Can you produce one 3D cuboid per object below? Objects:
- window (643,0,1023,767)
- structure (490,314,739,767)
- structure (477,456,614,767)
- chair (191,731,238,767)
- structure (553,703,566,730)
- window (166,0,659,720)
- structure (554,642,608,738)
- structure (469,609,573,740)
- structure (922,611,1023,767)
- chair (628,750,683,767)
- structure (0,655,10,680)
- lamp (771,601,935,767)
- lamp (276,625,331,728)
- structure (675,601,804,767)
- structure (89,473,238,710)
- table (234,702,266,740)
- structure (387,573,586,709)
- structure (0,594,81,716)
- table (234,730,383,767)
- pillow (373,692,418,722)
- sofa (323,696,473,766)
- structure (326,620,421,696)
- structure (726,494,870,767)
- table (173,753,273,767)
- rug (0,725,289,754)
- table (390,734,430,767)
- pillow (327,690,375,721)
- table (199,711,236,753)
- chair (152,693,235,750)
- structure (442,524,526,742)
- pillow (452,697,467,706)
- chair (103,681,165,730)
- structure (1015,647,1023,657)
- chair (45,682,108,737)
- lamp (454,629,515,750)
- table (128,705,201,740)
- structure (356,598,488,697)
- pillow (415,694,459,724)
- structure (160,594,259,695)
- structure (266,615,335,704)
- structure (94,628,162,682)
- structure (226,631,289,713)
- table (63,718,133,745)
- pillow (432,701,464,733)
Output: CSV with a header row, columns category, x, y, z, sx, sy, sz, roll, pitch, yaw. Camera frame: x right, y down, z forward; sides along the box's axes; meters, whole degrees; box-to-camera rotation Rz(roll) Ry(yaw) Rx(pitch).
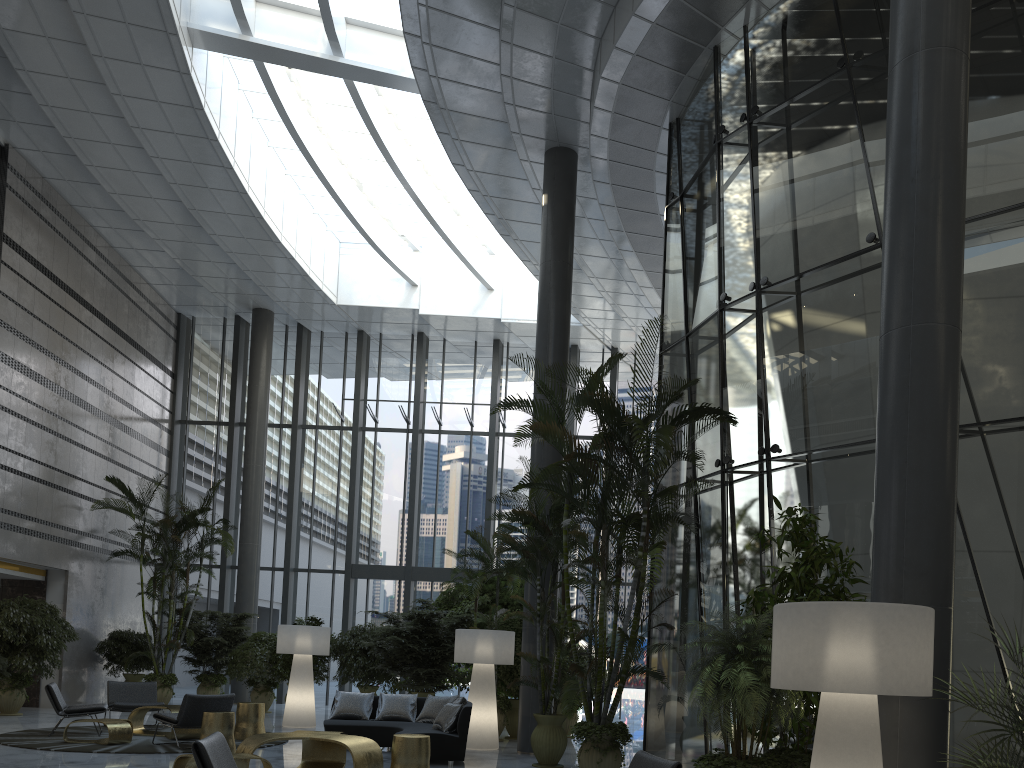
category,x,y,z,sx,sy,sz,roll,pitch,yaw
window,4.022,1.746,13.299,4.218,7.726,16.051,2,-15,4
structure,0.928,1.806,8.707,2.486,4.557,2.548,4,-6,-17
structure,0.441,2.790,10.408,1.675,3.649,2.066,4,-6,-13
chair,-1.711,2.681,5.693,0.735,0.653,0.744,4,-11,-9
structure,0.594,5.156,12.997,0.441,0.622,0.460,2,-8,6
window,-3.284,0.064,12.255,13.447,9.734,19.599,-1,-15,15
structure,0.929,5.158,14.478,1.492,1.571,1.589,8,-11,-30
structure,0.131,4.643,13.777,1.542,2.079,1.651,-5,-11,44
structure,2.771,2.019,4.518,1.278,1.656,1.442,-5,-12,44
chair,0.654,2.757,5.597,0.740,0.653,0.740,5,-11,-13
structure,-7.973,4.225,12.385,1.190,1.296,1.221,0,-10,14
lamp,1.838,2.051,4.703,0.871,1.636,0.826,7,-7,-37
lamp,-3.461,4.813,14.110,0.825,1.635,0.873,1,-6,20
structure,1.653,2.430,6.072,0.997,1.732,0.925,4,-6,-16
structure,-6.634,3.949,16.496,2.514,4.558,2.518,2,-6,8
table,-3.585,4.609,11.729,0.448,0.485,0.452,5,-9,-11
structure,-0.462,5.050,16.454,3.732,2.887,3.326,0,-11,14
structure,-8.000,4.383,13.893,1.606,1.925,2.131,-3,-12,32
table,-2.022,3.778,8.732,1.465,0.412,1.320,4,-16,-4
pillow,-1.540,4.361,11.547,0.608,0.393,0.307,2,-8,4
sofa,-1.479,4.327,10.798,1.933,0.682,2.080,4,-16,-4
structure,-2.682,5.468,16.403,1.985,1.847,1.724,-4,-11,33
structure,2.297,2.191,6.697,1.169,2.658,1.045,5,-5,-25
table,-2.693,3.518,7.785,0.786,0.280,0.977,-6,-19,29
rug,-4.827,4.718,11.439,3.678,0.018,3.568,13,-20,-29
table,-0.984,3.656,8.306,0.443,0.485,0.457,3,-9,-3
pillow,-2.145,4.325,11.520,0.610,0.393,0.306,3,-8,0
table,-3.492,4.135,10.162,0.443,0.485,0.457,3,-9,-3
chair,-3.943,4.157,10.633,0.716,0.653,0.763,-5,-13,36
structure,-0.386,3.776,13.205,1.433,3.388,1.227,4,-4,-13
pillow,-0.747,4.103,10.672,0.368,0.439,0.646,5,-13,-15
chair,-5.501,4.681,12.497,0.753,0.653,0.727,10,-13,-33
structure,3.488,1.601,4.099,1.734,2.271,2.315,0,-10,20
chair,-5.750,4.291,11.310,0.749,0.653,0.730,7,-12,-23
lamp,-0.413,4.292,12.045,0.871,1.636,0.826,7,-7,-37
table,-4.457,4.631,11.774,1.346,0.385,1.259,-7,-19,30
structure,-1.597,4.803,14.849,2.260,2.272,2.395,5,-10,-11
pillow,-0.995,4.299,11.332,0.620,0.404,0.301,-10,-14,43
structure,-6.157,5.464,17.516,1.895,2.241,1.892,5,-9,-14
structure,-4.034,5.352,16.335,1.225,1.923,1.441,-1,-8,27
structure,-7.591,5.602,16.971,1.114,1.509,1.466,-4,-12,43
structure,-4.832,5.643,16.815,1.492,1.571,1.589,8,-11,-30
table,-5.097,4.286,10.582,0.769,0.262,0.876,9,-18,-22
pillow,-0.760,4.004,10.293,0.282,0.359,0.573,6,-13,-23
